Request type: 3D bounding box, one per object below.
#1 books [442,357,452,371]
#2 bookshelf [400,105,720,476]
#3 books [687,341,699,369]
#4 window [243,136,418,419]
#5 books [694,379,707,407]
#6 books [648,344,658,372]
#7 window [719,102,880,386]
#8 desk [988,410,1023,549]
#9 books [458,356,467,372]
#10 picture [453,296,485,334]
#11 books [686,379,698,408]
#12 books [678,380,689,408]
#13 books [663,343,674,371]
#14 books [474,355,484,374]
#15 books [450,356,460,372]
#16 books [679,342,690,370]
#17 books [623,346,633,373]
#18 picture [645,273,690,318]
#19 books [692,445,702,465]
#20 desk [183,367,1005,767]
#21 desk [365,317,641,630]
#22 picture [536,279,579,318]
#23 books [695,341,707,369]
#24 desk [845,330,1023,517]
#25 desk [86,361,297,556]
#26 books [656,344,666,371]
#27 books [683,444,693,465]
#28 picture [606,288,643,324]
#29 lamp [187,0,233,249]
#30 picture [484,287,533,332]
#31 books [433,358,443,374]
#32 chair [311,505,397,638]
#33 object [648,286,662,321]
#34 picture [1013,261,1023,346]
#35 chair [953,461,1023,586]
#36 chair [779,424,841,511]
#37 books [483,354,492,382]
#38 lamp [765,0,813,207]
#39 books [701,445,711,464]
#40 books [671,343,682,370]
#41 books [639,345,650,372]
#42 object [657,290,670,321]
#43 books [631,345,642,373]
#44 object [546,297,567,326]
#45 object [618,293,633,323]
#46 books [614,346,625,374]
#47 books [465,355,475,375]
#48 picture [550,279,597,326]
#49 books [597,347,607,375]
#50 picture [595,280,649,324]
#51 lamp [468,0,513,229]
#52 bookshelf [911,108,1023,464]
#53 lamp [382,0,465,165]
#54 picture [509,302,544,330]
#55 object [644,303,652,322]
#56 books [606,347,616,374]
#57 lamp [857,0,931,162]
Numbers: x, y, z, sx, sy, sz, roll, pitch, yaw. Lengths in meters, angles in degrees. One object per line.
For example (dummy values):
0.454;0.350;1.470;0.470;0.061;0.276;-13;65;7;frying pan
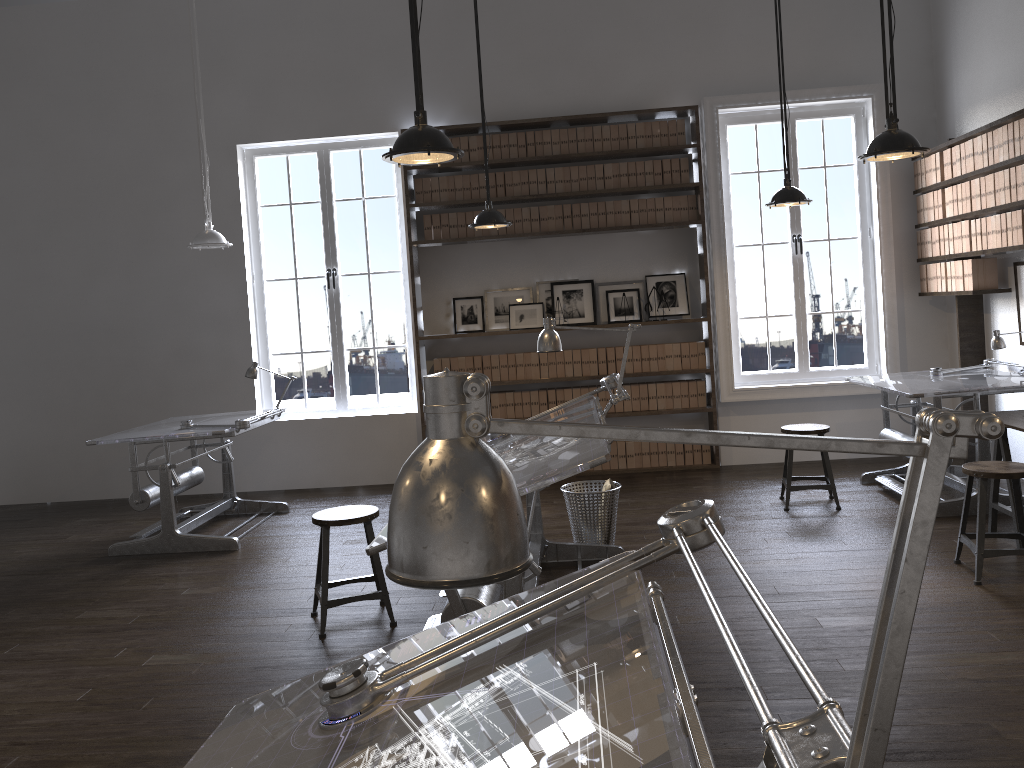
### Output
-0.554;-0.114;7.632;0.066;0.225;0.175;-4;3;4;books
0.434;-0.376;7.606;2.473;3.717;0.413;-4;2;4;bookshelf
1.529;-0.243;7.500;0.066;0.225;0.175;-4;3;4;books
-1.565;-0.898;7.764;1.482;2.493;0.153;-4;2;4;window
1.595;0.076;7.502;0.066;0.225;0.175;-4;3;4;books
1.194;-0.221;7.516;0.067;0.225;0.175;-4;3;4;books
2.373;-1.138;7.381;1.244;2.305;0.153;-4;2;4;window
2.890;0.553;4.228;0.655;0.668;1.673;-4;4;4;desk
-0.419;-0.123;7.627;0.066;0.225;0.175;-4;3;4;books
-0.374;-0.600;7.698;0.266;0.315;0.058;-4;2;4;picture
1.525;0.080;7.511;0.066;0.225;0.175;-4;3;4;books
1.455;0.084;7.516;0.066;0.225;0.175;-4;3;4;books
1.323;-0.230;7.510;0.066;0.225;0.175;-4;3;4;books
-0.280;-0.131;7.615;0.067;0.225;0.175;-4;3;4;books
-0.482;-0.118;7.627;0.067;0.225;0.175;-4;3;4;books
1.459;-0.238;7.503;0.066;0.225;0.175;-4;3;4;books
0.986;-0.209;7.531;0.066;0.225;0.175;-4;3;4;books
1.321;-0.756;7.537;0.343;0.364;0.161;-4;2;4;picture
1.563;0.559;7.526;0.066;0.225;0.175;-4;3;4;books
-0.126;0.675;0.838;1.076;1.384;2.075;-4;4;4;desk
0.089;0.381;4.182;1.076;1.383;2.286;-4;4;4;desk
0.404;-0.691;7.630;0.369;0.405;0.091;-4;2;4;picture
1.593;-0.246;7.489;0.067;0.225;0.175;-4;3;4;books
2.949;0.194;5.854;1.071;1.096;1.272;-4;4;4;desk
-2.094;0.454;6.246;1.171;1.187;1.272;-4;3;4;desk
1.261;-0.226;7.516;0.066;0.225;0.175;-4;3;4;books
1.489;0.564;7.526;0.067;0.225;0.175;-4;3;4;books
0.954;-0.663;7.551;0.289;0.290;0.127;-4;2;4;picture
-2.234;-2.099;6.294;0.313;2.249;0.311;-4;2;-16;lamp
-0.023;-0.644;7.655;0.415;0.365;0.083;-4;2;4;picture
-0.626;-0.110;7.640;0.066;0.225;0.175;-4;3;4;books
-0.773;0.873;4.220;0.372;0.527;0.359;-5;3;-18;chair
1.196;-0.674;7.413;0.118;0.303;0.040;-4;2;4;object
3.476;-0.535;5.900;0.040;0.574;0.416;-4;3;4;picture
2.353;0.660;4.262;0.358;0.527;0.373;-3;3;12;chair
1.968;0.549;5.900;0.358;0.527;0.373;-3;3;12;chair
-0.205;-0.136;7.615;0.066;0.225;0.175;-4;3;4;books
1.819;-2.348;6.025;0.313;2.249;0.311;-4;2;-16;lamp
1.639;0.555;7.519;0.066;0.225;0.175;-4;3;4;books
1.389;-0.234;7.504;0.067;0.225;0.175;-4;3;4;books
1.127;-0.218;7.526;0.066;0.225;0.175;-4;3;4;books
1.269;-0.660;7.437;0.110;0.261;0.040;-4;2;4;object
1.056;-0.214;7.531;0.066;0.225;0.175;-4;3;4;books
0.369;-0.601;7.447;0.174;0.260;0.040;-4;2;4;object
0.946;-0.636;7.422;0.124;0.260;0.040;-4;2;4;object
0.915;-0.205;7.541;0.066;0.225;0.175;-4;3;4;books
-0.354;-0.127;7.625;0.066;0.225;0.175;-4;3;4;books
0.525;-0.687;7.570;0.373;0.391;0.149;-4;2;4;picture
0.767;-0.196;7.551;0.066;0.225;0.175;-4;3;4;books
0.942;-0.700;7.592;0.433;0.360;0.095;-4;2;4;picture
-0.226;-2.223;6.165;0.313;2.249;0.311;-4;2;-16;lamp
3.215;0.114;2.602;0.373;3.199;9.205;-4;4;4;bookshelf
-0.410;-1.972;3.308;0.312;2.249;0.311;-3;2;24;lamp
0.124;-0.576;7.572;0.299;0.228;0.145;-4;3;4;picture
1.139;-0.598;7.383;0.066;0.165;0.040;-4;2;4;object
0.840;-0.200;7.540;0.067;0.225;0.175;-4;3;4;books
1.698;-2.178;4.082;0.313;2.249;0.311;-4;2;-16;lamp
